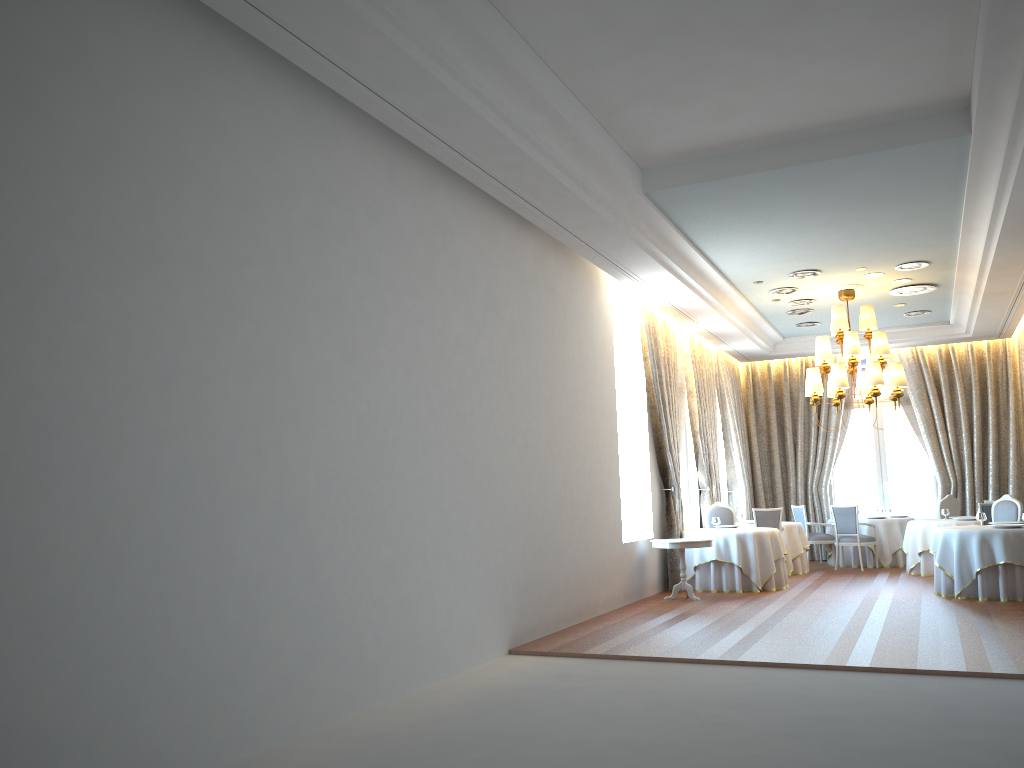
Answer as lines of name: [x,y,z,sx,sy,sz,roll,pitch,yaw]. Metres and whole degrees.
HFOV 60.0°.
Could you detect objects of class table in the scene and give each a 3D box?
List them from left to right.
table: [2.261,2.459,11.682,0.761,0.801,0.760,2,-8,-26]
table: [3.170,2.571,12.972,1.663,0.890,1.667,-4,-8,13]
table: [4.290,2.853,15.345,1.667,0.890,1.663,-4,-8,18]
table: [6.619,2.904,16.256,1.667,0.890,1.663,-9,-10,43]
table: [7.111,2.594,14.032,1.663,0.890,1.667,-8,-10,38]
table: [6.159,2.235,11.115,1.663,0.890,1.667,-4,-8,13]

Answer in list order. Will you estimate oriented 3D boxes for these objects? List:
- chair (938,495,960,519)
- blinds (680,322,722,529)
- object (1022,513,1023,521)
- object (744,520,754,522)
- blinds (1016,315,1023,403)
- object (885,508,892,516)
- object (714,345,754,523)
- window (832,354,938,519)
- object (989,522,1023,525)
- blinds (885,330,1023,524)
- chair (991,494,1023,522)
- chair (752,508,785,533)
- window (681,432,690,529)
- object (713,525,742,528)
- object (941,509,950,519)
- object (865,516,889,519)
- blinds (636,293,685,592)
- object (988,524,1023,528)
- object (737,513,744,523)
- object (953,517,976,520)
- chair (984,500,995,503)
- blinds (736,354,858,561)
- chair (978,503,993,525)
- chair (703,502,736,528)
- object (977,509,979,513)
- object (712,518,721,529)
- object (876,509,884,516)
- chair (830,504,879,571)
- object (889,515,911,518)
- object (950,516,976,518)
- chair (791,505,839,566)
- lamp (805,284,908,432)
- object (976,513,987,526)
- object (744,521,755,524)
chair: [7.390,2.548,15.418,0.563,1.233,0.690,2,-8,-25]
blinds: [3.410,0.881,15.413,0.335,4.969,2.257,-5,-8,25]
object: [6.323,1.664,10.867,0.128,0.165,0.128,-5,-8,25]
object: [4.338,2.453,15.866,0.419,0.036,0.419,-5,-8,23]
blinds: [8.501,0.562,14.292,0.238,4.819,4.439,-5,-8,25]
object: [6.995,2.391,16.486,0.128,0.165,0.128,-5,-8,25]
object: [4.392,1.155,17.351,0.386,4.901,2.121,-5,-8,25]
window: [7.294,1.024,17.627,1.881,3.306,0.196,-5,-8,25]
object: [6.421,1.812,11.512,0.419,0.036,0.419,-5,-8,23]
blinds: [8.382,0.899,16.670,2.476,4.901,0.386,-5,-8,25]
chair: [6.493,2.119,11.985,0.690,1.233,0.563,0,-8,-15]
chair: [4.074,2.556,14.298,0.650,1.108,0.629,-2,-8,0]
window: [2.621,0.738,14.416,0.259,3.306,1.882,-5,-8,24]
object: [3.266,2.161,13.430,0.419,0.036,0.419,-5,-8,23]
object: [7.049,2.114,14.412,0.128,0.165,0.128,-5,-8,25]
object: [6.526,2.388,15.875,0.419,0.036,0.419,-5,-8,23]
blinds: [2.351,0.619,13.210,0.315,4.930,2.204,-5,-8,25]
object: [6.006,1.723,10.749,0.419,0.036,0.419,-5,-8,23]
object: [4.057,2.380,15.739,0.128,0.165,0.128,-5,-8,25]
object: [7.043,2.084,13.701,0.419,0.036,0.419,-5,-8,23]
chair: [8.140,2.511,14.880,0.629,1.108,0.650,6,-11,-45]
blinds: [5.779,1.136,17.868,2.535,4.901,0.386,-5,-8,25]
chair: [6.976,2.304,13.057,0.650,1.108,0.629,-1,-8,-5]
chair: [3.323,2.457,13.815,0.563,1.233,0.690,-2,-8,0]
object: [7.343,2.030,13.852,0.128,0.165,0.128,-5,-8,25]
object: [3.041,2.073,13.200,0.128,0.165,0.128,-3,-8,7]
object: [6.708,2.355,16.152,0.128,0.165,0.128,-5,-8,25]
chair: [5.886,2.639,15.332,0.650,1.108,0.629,-8,-10,39]
object: [7.054,2.410,16.156,0.419,0.036,0.419,-5,-8,23]
object: [7.354,2.175,14.454,0.419,0.036,0.419,-5,-8,23]
chair: [5.556,2.776,16.288,0.629,1.108,0.650,0,-8,-10]
lamp: [4.981,-0.378,12.999,1.373,2.121,1.373,2,-9,-27]
object: [6.083,1.754,11.490,0.128,0.165,0.128,4,-9,-35]
object: [4.138,2.339,14.962,0.419,0.036,0.419,-5,-8,23]
